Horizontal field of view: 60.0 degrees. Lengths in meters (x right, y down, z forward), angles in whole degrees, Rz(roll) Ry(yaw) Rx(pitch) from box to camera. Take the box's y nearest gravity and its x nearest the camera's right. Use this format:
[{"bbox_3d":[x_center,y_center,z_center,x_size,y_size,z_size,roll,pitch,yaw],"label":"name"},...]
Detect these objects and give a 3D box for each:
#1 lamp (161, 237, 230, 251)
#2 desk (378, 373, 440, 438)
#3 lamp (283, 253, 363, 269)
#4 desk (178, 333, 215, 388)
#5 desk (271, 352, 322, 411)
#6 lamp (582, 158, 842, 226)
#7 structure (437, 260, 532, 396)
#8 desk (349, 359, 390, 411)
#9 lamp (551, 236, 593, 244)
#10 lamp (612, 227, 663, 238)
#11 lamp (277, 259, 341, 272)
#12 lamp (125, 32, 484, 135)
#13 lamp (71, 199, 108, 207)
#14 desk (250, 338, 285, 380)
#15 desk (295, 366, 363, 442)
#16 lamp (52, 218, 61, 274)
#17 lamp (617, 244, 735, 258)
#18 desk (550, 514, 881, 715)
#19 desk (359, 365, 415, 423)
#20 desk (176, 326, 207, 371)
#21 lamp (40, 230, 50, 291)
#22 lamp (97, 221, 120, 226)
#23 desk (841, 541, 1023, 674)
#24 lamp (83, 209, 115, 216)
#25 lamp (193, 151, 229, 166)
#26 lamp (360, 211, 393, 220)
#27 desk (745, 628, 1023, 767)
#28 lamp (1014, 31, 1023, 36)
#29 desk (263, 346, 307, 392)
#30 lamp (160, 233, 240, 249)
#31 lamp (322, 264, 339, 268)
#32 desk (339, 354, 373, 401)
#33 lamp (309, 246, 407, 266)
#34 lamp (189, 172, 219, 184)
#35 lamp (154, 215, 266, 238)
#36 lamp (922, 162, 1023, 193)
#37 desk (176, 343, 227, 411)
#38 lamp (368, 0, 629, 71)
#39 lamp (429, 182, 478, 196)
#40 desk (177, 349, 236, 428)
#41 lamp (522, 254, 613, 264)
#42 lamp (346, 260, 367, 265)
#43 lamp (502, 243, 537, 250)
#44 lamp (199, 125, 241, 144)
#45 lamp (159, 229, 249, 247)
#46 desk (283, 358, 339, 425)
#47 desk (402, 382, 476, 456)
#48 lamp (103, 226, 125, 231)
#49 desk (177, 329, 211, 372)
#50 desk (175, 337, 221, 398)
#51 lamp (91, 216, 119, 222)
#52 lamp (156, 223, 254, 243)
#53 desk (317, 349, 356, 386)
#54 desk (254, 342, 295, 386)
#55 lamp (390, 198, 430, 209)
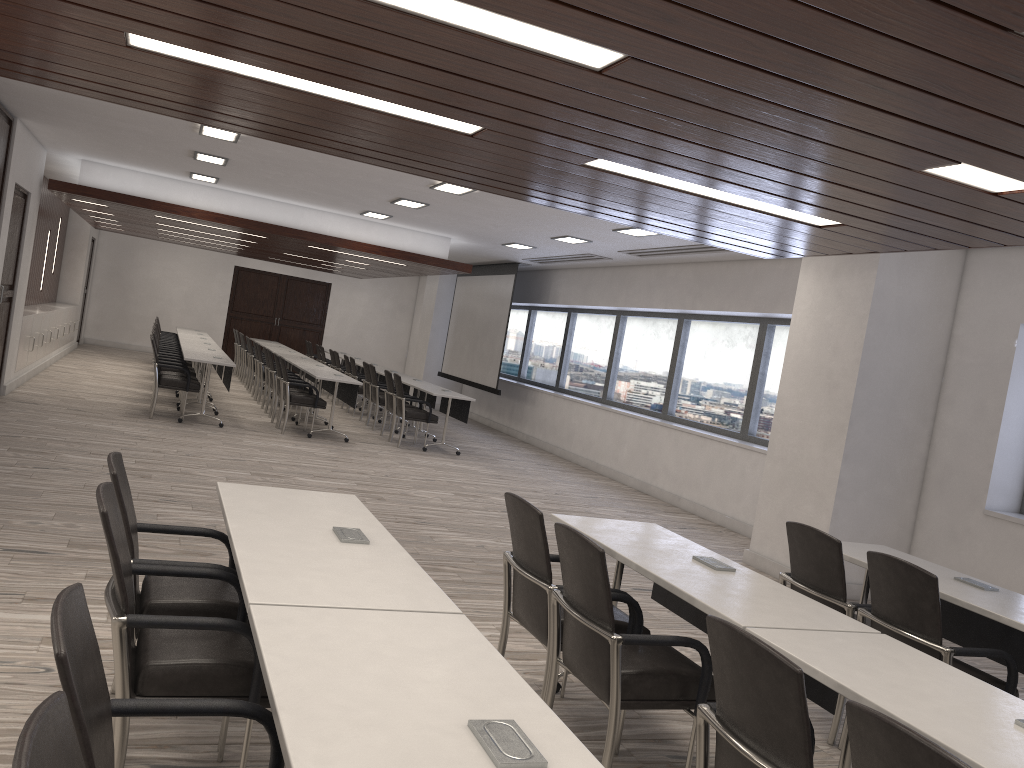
[{"bbox_3d":[-6.044,-2.719,17.134,1.496,0.045,0.236,9,3,-22],"label":"lamp"},{"bbox_3d":[-1.623,0.311,13.549,0.577,0.795,1.509,9,3,-22],"label":"desk"},{"bbox_3d":[-3.279,-2.188,15.659,1.496,0.045,0.236,9,3,-22],"label":"lamp"},{"bbox_3d":[-5.487,-0.415,15.238,0.577,0.795,1.509,9,3,-22],"label":"desk"},{"bbox_3d":[-3.543,-0.050,14.393,0.577,0.795,1.509,9,3,-22],"label":"desk"},{"bbox_3d":[1.058,-0.991,4.539,1.496,0.045,0.236,9,3,-22],"label":"lamp"},{"bbox_3d":[-0.652,-1.136,16.195,0.438,2.329,3.550,9,3,-22],"label":"structure"},{"bbox_3d":[-2.721,0.008,16.363,0.577,0.795,1.509,9,3,-22],"label":"desk"},{"bbox_3d":[0.724,-1.788,10.704,0.324,0.120,0.519,9,3,-22],"label":"lamp"},{"bbox_3d":[1.310,-1.626,9.201,0.324,0.120,0.519,9,3,-22],"label":"lamp"},{"bbox_3d":[-4.154,-2.430,17.902,1.496,0.045,0.236,9,3,-22],"label":"lamp"},{"bbox_3d":[-0.832,-1.280,3.770,1.496,0.045,0.236,9,3,-22],"label":"lamp"},{"bbox_3d":[-5.553,-2.409,11.663,0.464,0.045,0.236,9,3,-22],"label":"lamp"},{"bbox_3d":[-5.196,-0.506,18.631,0.577,0.795,1.509,9,3,-22],"label":"desk"},{"bbox_3d":[-2.445,0.253,11.579,0.577,0.795,1.509,9,3,-22],"label":"desk"},{"bbox_3d":[-8.507,-2.581,16.457,0.094,1.058,0.236,9,3,-22],"label":"lamp"},{"bbox_3d":[2.526,-1.030,5.279,1.499,0.552,12.001,9,2,-5],"label":"lamp"},{"bbox_3d":[0.657,1.109,3.626,0.577,0.795,1.509,9,3,-22],"label":"desk"},{"bbox_3d":[-2.170,0.160,14.952,0.577,0.795,1.509,9,3,-22],"label":"desk"},{"bbox_3d":[-6.589,-0.719,18.064,0.577,0.795,1.509,9,3,-22],"label":"desk"},{"bbox_3d":[-8.083,-2.135,15.246,0.094,1.058,0.236,9,3,-22],"label":"lamp"},{"bbox_3d":[-6.985,-2.804,15.334,0.464,0.045,0.236,9,3,-22],"label":"lamp"},{"bbox_3d":[2.030,1.319,4.185,0.577,0.795,1.509,9,3,-22],"label":"desk"},{"bbox_3d":[-6.110,-2.563,13.091,0.464,0.045,0.236,9,3,-22],"label":"lamp"},{"bbox_3d":[-3.100,-2.373,9.149,0.324,0.120,0.519,9,3,-22],"label":"lamp"},{"bbox_3d":[-1.758,-2.243,11.532,0.324,0.120,0.519,9,3,-22],"label":"lamp"},{"bbox_3d":[1.207,1.261,2.215,0.577,0.795,1.509,9,3,-22],"label":"desk"},{"bbox_3d":[1.933,-0.750,2.296,1.496,0.045,0.236,9,3,-22],"label":"lamp"},{"bbox_3d":[-4.094,-0.202,15.805,0.577,0.795,1.509,9,3,-22],"label":"desk"},{"bbox_3d":[-5.567,-2.587,15.910,1.496,0.045,0.236,9,3,-22],"label":"lamp"},{"bbox_3d":[-3.399,-2.256,16.792,0.421,0.046,0.236,9,3,-22],"label":"lamp"},{"bbox_3d":[-3.272,-0.144,17.777,0.577,0.795,1.509,9,3,-22],"label":"desk"},{"bbox_3d":[-2.245,-1.903,13.008,1.496,0.045,0.236,9,3,-22],"label":"lamp"},{"bbox_3d":[-3.719,-2.544,10.735,0.324,0.120,0.519,9,3,-22],"label":"lamp"},{"bbox_3d":[-4.135,-2.192,12.240,1.496,0.045,0.236,9,3,-22],"label":"lamp"},{"bbox_3d":[1.813,-0.817,3.428,0.421,0.046,0.236,9,3,-22],"label":"lamp"},{"bbox_3d":[-4.389,-0.112,12.424,0.577,0.795,1.509,9,3,-22],"label":"desk"},{"bbox_3d":[-0.354,-1.149,2.547,1.496,0.045,0.236,9,3,-22],"label":"lamp"},{"bbox_3d":[-0.553,-1.911,8.443,0.324,0.120,0.519,9,3,-22],"label":"lamp"},{"bbox_3d":[-3.839,0.040,11.012,0.577,0.795,1.509,9,3,-22],"label":"desk"},{"bbox_3d":[0.704,-1.412,7.037,1.469,0.552,14.295,10,2,1],"label":"lamp"},{"bbox_3d":[-2.524,-2.014,14.548,0.421,0.046,0.236,9,3,-22],"label":"lamp"},{"bbox_3d":[0.105,-1.958,12.290,0.324,0.120,0.519,9,3,-22],"label":"lamp"},{"bbox_3d":[-2.514,-2.211,7.646,0.324,0.120,0.519,9,3,-22],"label":"lamp"},{"bbox_3d":[-5.169,-2.477,14.891,1.496,0.045,0.236,9,3,-22],"label":"lamp"},{"bbox_3d":[-2.996,0.101,12.990,0.577,0.795,1.509,9,3,-22],"label":"desk"},{"bbox_3d":[-1.072,0.463,12.137,0.577,0.795,1.509,9,3,-22],"label":"desk"},{"bbox_3d":[-7.462,-2.936,16.557,0.464,0.045,0.236,9,3,-22],"label":"lamp"},{"bbox_3d":[-6.039,-0.567,16.653,0.577,0.795,1.509,9,3,-22],"label":"desk"},{"bbox_3d":[-4.937,-0.263,13.827,0.577,0.795,1.509,9,3,-22],"label":"desk"},{"bbox_3d":[-6.587,-2.694,14.314,0.464,0.045,0.236,9,3,-22],"label":"lamp"},{"bbox_3d":[-4.692,-2.346,13.667,1.496,0.045,0.236,9,3,-22],"label":"lamp"},{"bbox_3d":[-3.823,-0.296,19.189,0.577,0.795,1.509,9,3,-22],"label":"desk"},{"bbox_3d":[-4.645,-0.354,17.219,0.577,0.795,1.509,9,3,-22],"label":"desk"},{"bbox_3d":[-1.139,-2.073,9.946,0.324,0.120,0.519,9,3,-22],"label":"lamp"}]
